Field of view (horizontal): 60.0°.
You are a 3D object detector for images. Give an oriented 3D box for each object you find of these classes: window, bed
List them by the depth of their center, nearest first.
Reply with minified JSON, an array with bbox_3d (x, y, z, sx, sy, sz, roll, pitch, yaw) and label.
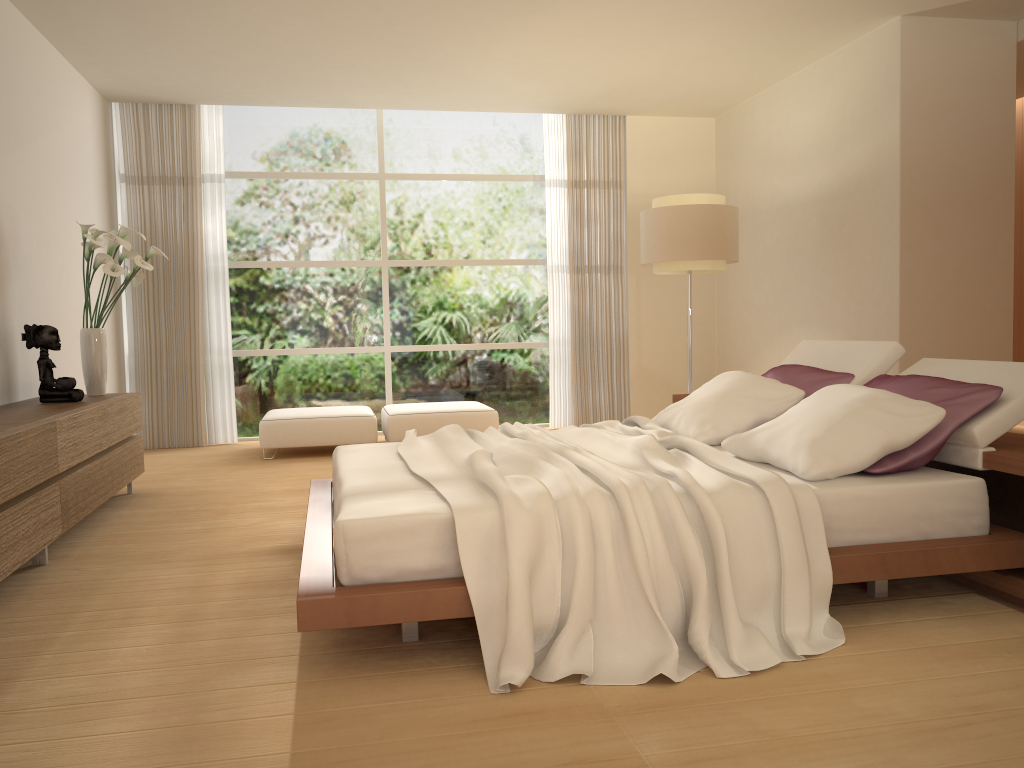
[{"bbox_3d":[0.407,0.496,3.824,2.535,0.570,2.599,-2,4,-12],"label":"bed"},{"bbox_3d":[-1.255,-1.185,8.723,4.781,3.371,0.071,-2,4,-12],"label":"window"}]

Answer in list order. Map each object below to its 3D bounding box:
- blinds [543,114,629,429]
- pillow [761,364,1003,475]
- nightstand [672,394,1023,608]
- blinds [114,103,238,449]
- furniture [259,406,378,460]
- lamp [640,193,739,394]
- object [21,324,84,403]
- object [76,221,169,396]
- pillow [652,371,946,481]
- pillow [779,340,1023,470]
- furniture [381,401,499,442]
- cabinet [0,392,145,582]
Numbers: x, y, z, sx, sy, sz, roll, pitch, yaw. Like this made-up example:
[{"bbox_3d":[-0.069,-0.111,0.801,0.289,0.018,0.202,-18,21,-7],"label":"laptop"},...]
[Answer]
[{"bbox_3d":[0.745,-1.230,8.818,0.814,3.351,0.202,-2,4,-13],"label":"blinds"},{"bbox_3d":[1.399,0.117,4.055,0.575,0.369,1.683,-2,4,-12],"label":"pillow"},{"bbox_3d":[1.785,0.456,4.162,0.493,0.539,4.220,-2,4,-12],"label":"nightstand"},{"bbox_3d":[-3.067,-1.093,8.091,0.950,3.352,0.211,-2,4,-13],"label":"blinds"},{"bbox_3d":[-1.678,0.403,7.739,0.965,0.346,0.964,-2,4,-12],"label":"furniture"},{"bbox_3d":[1.432,-0.469,7.131,0.817,2.018,0.817,1,4,31],"label":"lamp"},{"bbox_3d":[-2.624,-0.120,5.082,0.282,0.453,0.181,-2,4,-12],"label":"object"},{"bbox_3d":[-2.492,-0.475,5.593,0.608,1.085,0.515,1,5,36],"label":"object"},{"bbox_3d":[1.136,0.142,3.995,0.561,0.339,1.720,-2,4,-12],"label":"pillow"},{"bbox_3d":[1.717,0.033,4.125,0.461,0.457,1.779,-2,4,-12],"label":"pillow"},{"bbox_3d":[-0.664,0.365,7.947,0.965,0.346,0.964,-2,4,-12],"label":"furniture"},{"bbox_3d":[-2.354,0.503,3.996,0.588,0.662,3.713,-2,4,-12],"label":"cabinet"}]
